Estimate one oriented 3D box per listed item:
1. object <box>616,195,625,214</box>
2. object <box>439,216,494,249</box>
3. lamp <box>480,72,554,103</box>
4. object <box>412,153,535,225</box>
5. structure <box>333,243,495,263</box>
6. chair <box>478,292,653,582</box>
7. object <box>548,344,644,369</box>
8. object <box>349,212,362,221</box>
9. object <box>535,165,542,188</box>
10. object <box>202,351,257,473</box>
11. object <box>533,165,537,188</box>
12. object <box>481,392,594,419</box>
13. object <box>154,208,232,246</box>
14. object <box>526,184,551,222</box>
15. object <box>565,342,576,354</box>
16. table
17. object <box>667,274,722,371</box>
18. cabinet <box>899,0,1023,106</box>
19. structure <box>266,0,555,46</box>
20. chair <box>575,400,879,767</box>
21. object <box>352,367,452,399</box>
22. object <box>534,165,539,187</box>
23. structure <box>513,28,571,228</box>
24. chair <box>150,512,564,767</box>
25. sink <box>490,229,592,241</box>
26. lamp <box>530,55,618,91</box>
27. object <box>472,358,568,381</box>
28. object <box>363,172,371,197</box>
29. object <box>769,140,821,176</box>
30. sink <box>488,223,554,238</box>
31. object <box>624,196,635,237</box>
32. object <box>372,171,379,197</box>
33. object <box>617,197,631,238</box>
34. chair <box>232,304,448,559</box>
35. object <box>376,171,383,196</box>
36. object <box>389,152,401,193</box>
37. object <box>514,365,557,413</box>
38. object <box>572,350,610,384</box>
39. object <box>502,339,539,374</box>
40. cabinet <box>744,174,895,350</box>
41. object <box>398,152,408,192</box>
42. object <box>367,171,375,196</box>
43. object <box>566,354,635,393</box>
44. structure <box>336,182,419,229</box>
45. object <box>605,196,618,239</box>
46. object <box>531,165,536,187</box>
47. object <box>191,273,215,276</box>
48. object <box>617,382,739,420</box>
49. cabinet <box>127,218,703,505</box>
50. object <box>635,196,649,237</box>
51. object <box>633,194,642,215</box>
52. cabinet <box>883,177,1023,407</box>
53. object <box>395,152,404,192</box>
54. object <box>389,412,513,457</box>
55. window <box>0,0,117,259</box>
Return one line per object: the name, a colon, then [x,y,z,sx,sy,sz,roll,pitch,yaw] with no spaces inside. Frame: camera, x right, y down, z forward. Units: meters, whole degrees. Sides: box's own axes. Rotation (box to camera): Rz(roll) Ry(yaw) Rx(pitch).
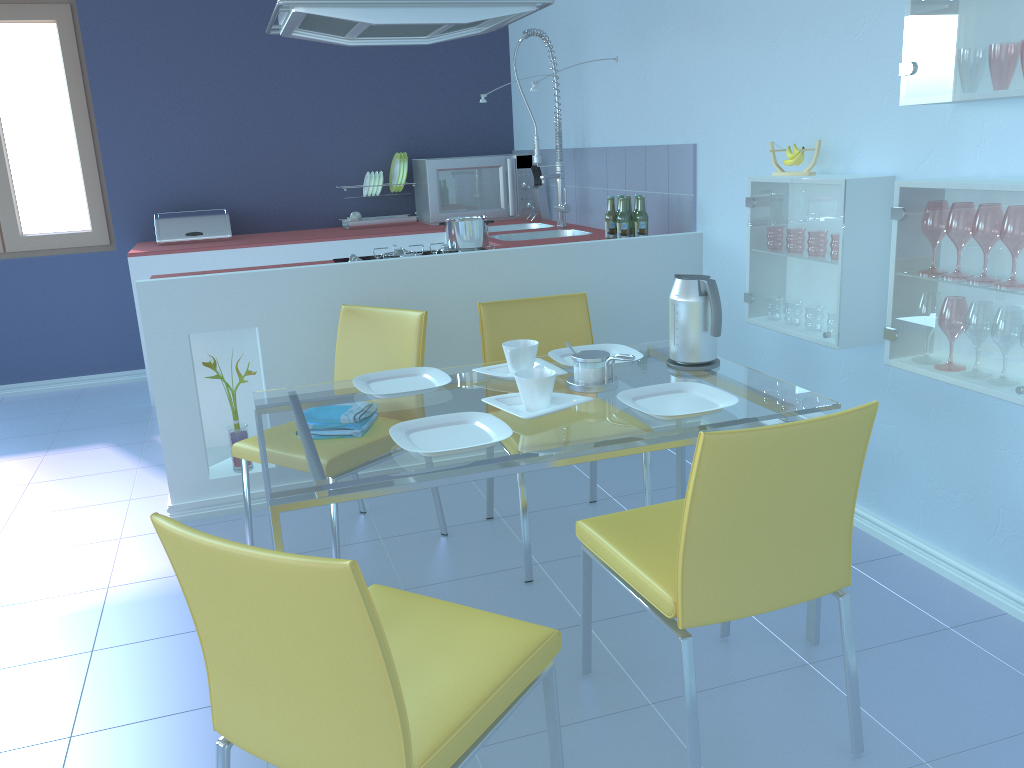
object: [0.433,-0.651,3.508,0.052,0.190,0.052,8,19,36]
object: [-0.164,-0.556,3.248,0.170,0.106,0.157,-13,18,-33]
lamp: [0.025,-1.494,4.463,0.400,0.134,0.037,-8,16,-17]
object: [-0.213,-1.104,5.007,0.611,0.350,0.367,-8,16,-17]
structure: [-0.343,-0.487,3.323,0.600,0.047,0.500,-8,16,-17]
chair: [0.138,0.121,2.587,0.387,0.695,0.484,-7,15,-14]
object: [0.217,-0.067,2.316,0.228,0.020,0.228,-7,16,-15]
object: [-0.876,-0.920,4.953,0.083,0.082,0.097,1,16,16]
object: [0.148,-1.029,4.724,0.037,0.265,0.019,-5,15,-7]
object: [-0.929,0.088,2.964,0.229,0.423,0.067,1,15,13]
object: [0.134,-1.040,4.768,0.038,0.265,0.019,-5,15,-7]
object: [0.050,0.044,1.935,0.194,0.020,0.190,-14,18,-35]
object: [-1.651,-0.818,4.601,0.364,0.153,0.235,-8,16,-17]
object: [0.136,-0.979,4.767,0.109,0.200,0.100,-8,16,-17]
object: [0.162,-0.057,2.099,0.077,0.079,0.023,8,19,36]
table: [0.038,0.315,2.110,1.173,0.590,0.730,-8,16,-17]
object: [0.459,-0.156,2.208,0.146,0.222,0.132,4,17,24]
cabinet: [1.028,-0.822,1.821,0.173,0.450,0.450,-8,16,-17]
structure: [-0.405,-1.688,2.993,0.895,0.962,0.695,-8,16,-17]
chair: [0.399,0.338,1.728,0.387,0.695,0.484,-8,16,-19]
object: [-0.268,0.000,2.162,0.228,0.020,0.228,-9,16,-20]
object: [0.141,-1.034,4.746,0.038,0.265,0.019,-5,15,-7]
structure: [0.156,-1.196,4.179,0.178,0.920,0.308,-8,16,-18]
chair: [-0.204,0.468,1.363,0.387,0.695,0.484,6,17,30]
sink: [0.135,-0.596,4.056,0.428,0.172,0.326,-8,16,-17]
lamp: [0.262,-1.316,3.755,0.400,0.134,0.037,-8,16,-17]
object: [0.025,-0.024,2.196,0.194,0.020,0.190,-10,17,-25]
object: [-0.800,-1.099,4.886,0.039,0.136,0.140,-9,16,-21]
object: [0.826,-0.661,2.598,0.077,0.100,0.203,-10,16,-24]
sink: [-0.012,-0.706,4.494,0.428,0.172,0.326,-8,16,-17]
object: [0.449,-0.632,3.437,0.052,0.187,0.052,-3,15,2]
object: [-0.755,-1.106,4.902,0.039,0.136,0.140,-9,16,-21]
object: [0.426,-0.616,3.385,0.052,0.187,0.052,-3,15,2]
chair: [-0.493,0.157,2.576,0.387,0.695,0.484,8,18,35]
object: [-0.733,-1.110,4.910,0.039,0.136,0.140,-9,16,-21]
object: [-0.650,-1.175,4.928,0.053,0.214,0.220,-9,16,-20]
object: [0.059,0.015,1.917,0.091,0.083,0.111,11,21,43]
object: [0.188,-0.035,2.085,0.087,0.071,0.090,8,19,36]
object: [0.015,-0.059,2.199,0.111,0.083,0.091,-13,18,-34]
cabinet: [0.864,-0.370,2.564,0.173,0.450,0.450,-8,16,-17]
object: [-0.611,-1.181,4.942,0.053,0.214,0.220,-9,16,-20]
object: [-0.778,-1.103,4.894,0.039,0.136,0.140,-9,16,-21]
object: [0.197,-0.031,2.066,0.123,0.081,0.166,-10,17,-25]
structure: [-0.747,-0.993,4.932,0.408,0.225,0.194,-9,16,-20]
object: [0.388,-0.637,3.462,0.052,0.190,0.052,8,19,36]
object: [0.127,-1.045,4.788,0.037,0.265,0.019,-10,17,-26]
object: [-1.051,-0.371,3.107,0.269,0.006,0.151,7,18,33]
object: [0.351,0.039,1.894,0.228,0.020,0.228,-9,16,-20]
cabinet: [-0.625,-0.297,4.111,2.139,0.800,2.200,-8,16,-17]
object: [0.495,-0.621,3.389,0.052,0.187,0.052,-3,15,2]
object: [0.496,-0.646,3.474,0.052,0.190,0.052,8,19,36]
cabinet: [1.059,-0.224,1.981,0.173,0.450,0.450,-8,16,-17]
object: [-0.630,-1.178,4.935,0.053,0.214,0.220,-9,16,-20]
object: [-0.122,0.102,1.751,0.228,0.020,0.228,-9,16,-20]
window: [-2.848,-1.235,4.391,1.475,1.263,0.142,-8,16,-17]
